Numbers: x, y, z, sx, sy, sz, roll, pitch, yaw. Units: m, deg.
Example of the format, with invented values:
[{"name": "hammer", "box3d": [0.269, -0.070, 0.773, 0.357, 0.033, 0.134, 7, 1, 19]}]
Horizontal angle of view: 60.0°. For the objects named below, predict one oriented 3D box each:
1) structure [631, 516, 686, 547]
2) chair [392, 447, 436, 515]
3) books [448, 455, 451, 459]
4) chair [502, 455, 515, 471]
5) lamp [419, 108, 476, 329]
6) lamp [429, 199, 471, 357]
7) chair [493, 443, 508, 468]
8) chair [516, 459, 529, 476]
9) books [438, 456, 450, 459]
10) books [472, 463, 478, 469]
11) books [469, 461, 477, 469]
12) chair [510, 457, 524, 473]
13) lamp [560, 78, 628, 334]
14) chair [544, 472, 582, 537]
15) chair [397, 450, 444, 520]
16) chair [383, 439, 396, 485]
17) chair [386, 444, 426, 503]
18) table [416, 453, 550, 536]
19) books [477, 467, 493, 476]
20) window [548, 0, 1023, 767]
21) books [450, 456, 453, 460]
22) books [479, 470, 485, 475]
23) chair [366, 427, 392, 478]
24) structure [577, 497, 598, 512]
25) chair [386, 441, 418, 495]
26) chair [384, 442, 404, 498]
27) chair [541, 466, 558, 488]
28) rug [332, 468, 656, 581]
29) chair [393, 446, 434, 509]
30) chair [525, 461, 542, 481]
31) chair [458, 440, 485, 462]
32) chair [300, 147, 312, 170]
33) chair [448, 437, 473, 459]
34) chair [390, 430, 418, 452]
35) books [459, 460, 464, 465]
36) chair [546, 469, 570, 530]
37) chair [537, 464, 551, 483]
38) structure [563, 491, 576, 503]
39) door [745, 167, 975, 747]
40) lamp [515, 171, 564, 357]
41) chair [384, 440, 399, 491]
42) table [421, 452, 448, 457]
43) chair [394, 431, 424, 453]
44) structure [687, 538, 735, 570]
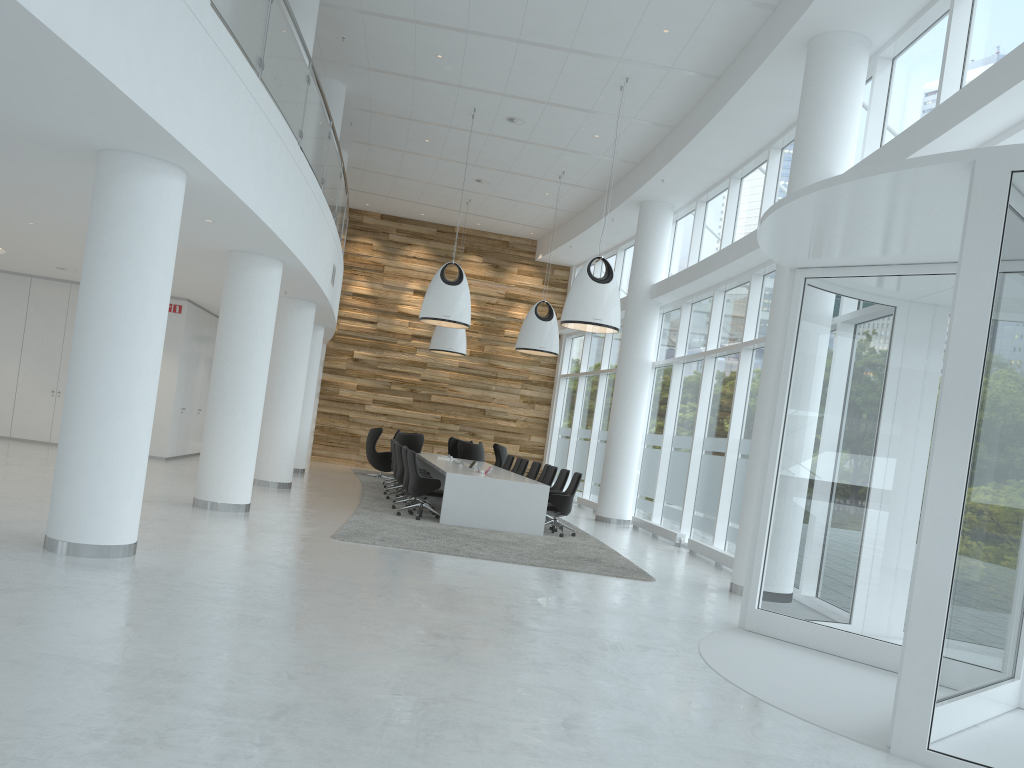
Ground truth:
[{"name": "structure", "box3d": [2.504, 2.540, 15.335, 0.150, 0.213, 2.688, 8, -3, -8]}, {"name": "chair", "box3d": [-1.459, 1.495, 13.699, 0.675, 0.966, 0.684, 8, -1, -10]}, {"name": "books", "box3d": [-1.263, 1.591, 18.410, 0.153, 0.241, 0.182, 8, -1, -10]}, {"name": "chair", "box3d": [-0.315, 1.959, 18.783, 0.675, 0.966, 0.684, 8, -1, -15]}, {"name": "lamp", "box3d": [-0.887, -2.814, 14.958, 0.880, 3.648, 0.888, 8, 0, 36]}, {"name": "lamp", "box3d": [-1.264, -2.519, 20.804, 0.880, 3.648, 0.887, 8, 0, 29]}, {"name": "chair", "box3d": [-0.602, 1.964, 21.108, 0.920, 1.153, 0.911, 8, -1, -20]}, {"name": "chair", "box3d": [-0.036, 1.899, 17.117, 0.675, 0.966, 0.684, 8, -1, -10]}, {"name": "books", "box3d": [-1.369, 1.482, 17.770, 0.224, 0.026, 0.264, 8, -3, 0]}, {"name": "books", "box3d": [-0.732, 1.520, 16.033, 0.158, 0.241, 0.352, 8, -2, -10]}, {"name": "books", "box3d": [-0.742, 1.499, 16.011, 0.139, 0.229, 0.356, 8, -2, -10]}, {"name": "chair", "box3d": [-0.132, 1.934, 17.926, 0.675, 0.966, 0.684, 8, -1, -10]}, {"name": "lamp", "box3d": [1.387, -2.615, 12.922, 0.880, 3.648, 0.888, 8, 0, 36]}, {"name": "chair", "box3d": [0.685, 1.772, 13.271, 0.674, 0.966, 0.685, 8, -1, -5]}, {"name": "chair", "box3d": [-1.276, 1.470, 12.842, 0.675, 0.966, 0.684, 8, -1, -15]}, {"name": "chair", "box3d": [-2.276, 1.657, 18.355, 0.674, 0.966, 0.685, 8, -1, -5]}, {"name": "chair", "box3d": [-1.764, 1.542, 15.218, 0.675, 0.966, 0.684, 8, -1, -15]}, {"name": "table", "box3d": [-0.799, 1.833, 15.820, 1.503, 0.739, 6.552, 8, -3, -10]}, {"name": "books", "box3d": [-0.450, 1.452, 14.110, 0.230, 0.275, 0.598, 8, -3, 11]}, {"name": "window", "box3d": [-17.805, -3.213, 17.251, 62.651, 6.141, 30.974, 6, -4, 30]}, {"name": "books", "box3d": [-1.201, 1.588, 18.078, 0.139, 0.223, 0.162, 8, -1, -10]}, {"name": "books", "box3d": [-0.428, 1.435, 13.611, 0.144, 0.226, 0.203, 8, -1, -11]}, {"name": "chair", "box3d": [-2.959, 1.605, 20.658, 0.920, 1.153, 0.911, 8, -1, -20]}, {"name": "structure", "box3d": [1.835, 2.676, 19.204, 0.150, 0.213, 2.687, 8, -3, -11]}, {"name": "chair", "box3d": [-1.988, 1.602, 16.748, 0.675, 0.966, 0.684, 8, -1, -10]}, {"name": "chair", "box3d": [-1.918, 1.566, 15.988, 0.674, 0.966, 0.685, 8, -1, -5]}, {"name": "chair", "box3d": [0.397, 1.827, 14.877, 0.675, 0.966, 0.684, 8, -1, -10]}, {"name": "rug", "box3d": [-1.059, 2.189, 16.130, 3.945, 0.010, 13.441, 9, -3, -9]}, {"name": "chair", "box3d": [-1.556, 1.529, 14.508, 0.675, 0.966, 0.684, 8, -1, -10]}, {"name": "chair", "box3d": [0.172, 1.886, 16.407, 0.675, 0.966, 0.684, 8, -1, -15]}, {"name": "chair", "box3d": [-1.075, 1.829, 19.964, 0.913, 1.153, 0.918, 7, -1, 40]}, {"name": "chair", "box3d": [-3.131, -2.968, 11.867, 0.916, 1.153, 0.915, 8, -1, -19]}, {"name": "chair", "box3d": [-1.419, 1.900, 21.964, 0.912, 1.153, 0.919, 8, -1, 10]}, {"name": "chair", "box3d": [-2.556, 1.727, 21.758, 0.913, 1.153, 0.918, 7, -1, 40]}, {"name": "books", "box3d": [-0.900, 1.518, 16.345, 0.154, 0.238, 0.190, 8, -1, -10]}, {"name": "chair", "box3d": [0.548, 1.800, 14.072, 0.675, 0.966, 0.684, 8, -1, -10]}, {"name": "chair", "box3d": [0.327, 1.862, 15.637, 0.674, 0.966, 0.685, 8, -1, -5]}, {"name": "structure", "box3d": [1.140, 2.761, 22.285, 0.150, 0.213, 2.685, 8, -3, -14]}, {"name": "door", "box3d": [3.696, 0.685, 6.153, 2.996, 3.110, 2.999, 8, -1, 0]}, {"name": "lamp", "box3d": [0.746, -2.420, 17.707, 0.880, 3.648, 0.888, 8, 0, 34]}, {"name": "chair", "box3d": [-2.139, 1.628, 17.553, 0.675, 0.966, 0.684, 8, -1, -10]}, {"name": "table", "box3d": [-1.855, 1.998, 20.854, 0.797, 0.696, 0.802, 8, -2, 15]}, {"name": "chair", "box3d": [-2.234, 1.655, 19.783, 0.912, 1.153, 0.919, 8, -1, 10]}, {"name": "structure", "box3d": [2.871, 2.404, 12.180, 0.150, 0.213, 2.689, 8, -3, -5]}]
